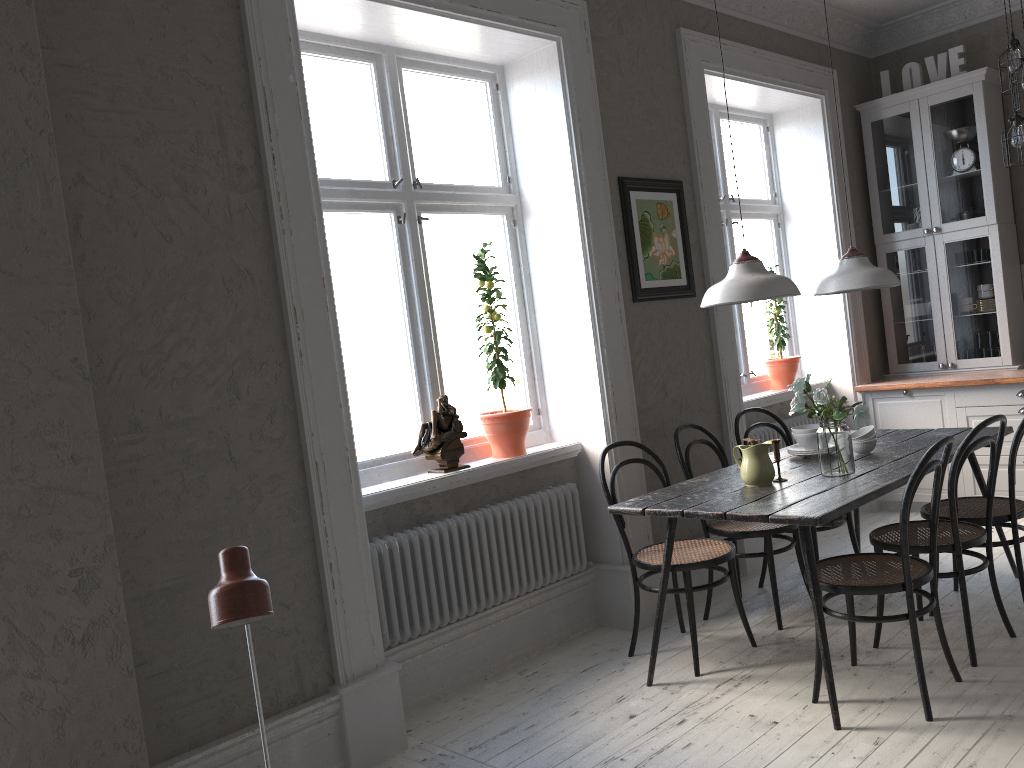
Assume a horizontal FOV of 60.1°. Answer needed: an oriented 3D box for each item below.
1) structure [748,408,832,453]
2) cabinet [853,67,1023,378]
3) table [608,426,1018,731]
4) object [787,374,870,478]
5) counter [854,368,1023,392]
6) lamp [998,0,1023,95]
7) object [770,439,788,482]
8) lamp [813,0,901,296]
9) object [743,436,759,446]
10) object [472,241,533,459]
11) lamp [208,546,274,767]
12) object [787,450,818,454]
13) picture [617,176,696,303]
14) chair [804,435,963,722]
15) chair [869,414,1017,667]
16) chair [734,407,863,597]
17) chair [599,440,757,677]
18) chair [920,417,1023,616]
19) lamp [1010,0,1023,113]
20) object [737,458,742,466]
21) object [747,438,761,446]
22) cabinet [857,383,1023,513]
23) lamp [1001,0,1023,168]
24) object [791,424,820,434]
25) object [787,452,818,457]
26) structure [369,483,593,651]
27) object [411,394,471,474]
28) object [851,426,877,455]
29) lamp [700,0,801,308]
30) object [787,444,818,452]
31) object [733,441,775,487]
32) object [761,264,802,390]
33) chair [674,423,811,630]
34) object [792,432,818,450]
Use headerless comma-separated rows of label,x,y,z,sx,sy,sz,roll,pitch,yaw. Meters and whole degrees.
structure,1.737,0.438,5.597,0.145,0.428,1.249,-5,3,44
cabinet,2.915,-1.014,5.980,0.396,1.921,0.861,-10,4,-44
table,1.421,0.702,3.853,1.960,0.735,0.885,-9,3,-44
object,1.264,0.158,3.506,0.305,0.414,0.257,-5,3,45
counter,2.750,0.039,4.177,3.462,0.039,3.094,-9,3,-44
lamp,2.386,-2.307,4.329,0.144,1.735,0.149,-6,3,33
object,1.067,0.306,3.557,0.060,0.167,0.058,-9,3,-30
lamp,1.446,-1.340,3.979,0.387,1.859,0.371,-9,3,-36
object,1.022,0.301,3.763,0.094,0.172,0.097,-6,3,28
object,-0.075,-0.161,4.051,0.271,0.991,0.269,-8,3,-5
lamp,-0.423,0.680,1.507,0.139,0.839,0.250,-8,3,-8
object,1.390,0.306,4.075,0.235,0.027,0.240,-7,2,14
picture,0.750,-0.737,4.517,0.532,0.620,0.019,-10,3,-44
chair,1.312,0.651,3.141,0.537,0.921,0.447,-5,3,44
chair,1.699,0.586,3.521,0.447,0.921,0.538,-9,3,-36
chair,1.466,0.576,4.537,0.446,0.921,0.539,-9,3,-31
chair,0.696,0.703,3.812,0.447,0.921,0.538,-9,3,-36
chair,2.064,0.526,3.849,0.537,0.921,0.447,-5,3,44
lamp,2.351,-2.164,4.155,0.146,1.735,0.147,-7,3,3
object,1.102,0.310,4.038,0.137,0.112,0.142,-6,3,29
object,1.010,0.307,3.669,0.063,0.172,0.061,-8,3,-22
cabinet,3.214,0.402,3.979,1.984,0.854,4.202,-7,2,3
lamp,2.500,-1.986,4.504,0.145,1.735,0.148,-7,3,13
object,1.381,0.242,4.072,0.176,0.094,0.183,-6,3,37
object,1.391,0.315,4.075,0.241,0.027,0.233,-8,3,-26
structure,-0.111,0.745,3.811,0.145,0.428,1.249,-5,3,44
object,-0.316,0.214,3.788,0.242,0.329,0.117,-10,3,-42
object,1.562,0.251,3.949,0.130,0.119,0.122,-9,3,-28
lamp,0.793,-1.232,3.350,0.381,1.859,0.377,-8,3,-6
object,1.389,0.298,4.074,0.241,0.027,0.234,-8,2,-21
object,0.970,0.318,3.538,0.149,0.170,0.136,-7,2,7
object,1.741,-0.374,5.813,0.263,0.813,0.257,-8,3,-16
chair,1.099,0.636,4.207,0.537,0.921,0.447,-5,3,44
object,1.384,0.262,4.073,0.176,0.094,0.183,-6,3,37
